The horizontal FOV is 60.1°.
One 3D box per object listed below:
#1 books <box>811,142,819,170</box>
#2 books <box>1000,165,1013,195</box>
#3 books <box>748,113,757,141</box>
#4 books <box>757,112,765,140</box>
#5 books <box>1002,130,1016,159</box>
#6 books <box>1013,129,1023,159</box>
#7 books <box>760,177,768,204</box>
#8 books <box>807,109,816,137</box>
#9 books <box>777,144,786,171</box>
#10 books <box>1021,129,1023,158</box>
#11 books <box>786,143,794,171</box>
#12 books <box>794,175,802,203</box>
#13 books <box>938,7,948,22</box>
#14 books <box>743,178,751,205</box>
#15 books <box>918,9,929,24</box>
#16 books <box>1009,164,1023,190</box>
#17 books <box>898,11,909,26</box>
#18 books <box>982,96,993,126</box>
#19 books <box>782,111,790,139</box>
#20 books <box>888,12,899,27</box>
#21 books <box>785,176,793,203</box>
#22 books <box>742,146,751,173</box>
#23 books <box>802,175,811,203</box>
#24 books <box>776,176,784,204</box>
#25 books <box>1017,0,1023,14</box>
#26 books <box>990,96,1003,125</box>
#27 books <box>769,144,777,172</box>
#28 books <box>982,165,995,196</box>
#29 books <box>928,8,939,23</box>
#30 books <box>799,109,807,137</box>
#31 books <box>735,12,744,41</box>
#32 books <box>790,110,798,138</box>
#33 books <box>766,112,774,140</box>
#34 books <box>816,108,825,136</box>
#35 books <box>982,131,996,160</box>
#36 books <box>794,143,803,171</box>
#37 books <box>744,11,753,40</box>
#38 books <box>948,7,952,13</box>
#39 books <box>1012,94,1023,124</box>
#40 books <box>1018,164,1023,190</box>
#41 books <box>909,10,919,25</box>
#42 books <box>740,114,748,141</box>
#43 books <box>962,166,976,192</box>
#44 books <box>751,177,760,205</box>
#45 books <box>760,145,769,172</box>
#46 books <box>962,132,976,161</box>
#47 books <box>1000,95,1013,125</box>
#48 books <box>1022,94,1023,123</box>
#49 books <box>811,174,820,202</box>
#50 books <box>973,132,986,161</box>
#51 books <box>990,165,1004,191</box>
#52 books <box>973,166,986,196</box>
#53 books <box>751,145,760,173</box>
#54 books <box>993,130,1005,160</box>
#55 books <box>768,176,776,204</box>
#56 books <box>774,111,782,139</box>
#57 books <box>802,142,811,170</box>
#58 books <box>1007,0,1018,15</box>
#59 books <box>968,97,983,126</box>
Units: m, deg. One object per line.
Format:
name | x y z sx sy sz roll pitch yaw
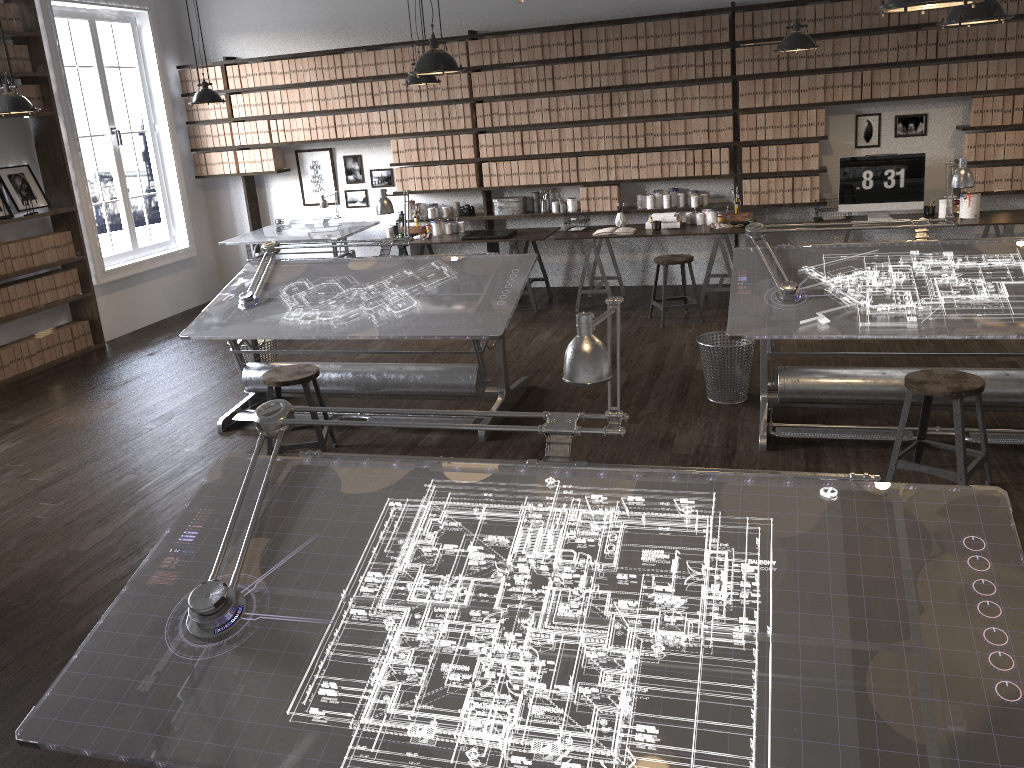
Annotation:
books | 2.577 -1.943 7.544 0.067 0.222 0.177 0 17 17
books | 4.002 -1.658 7.188 0.067 0.223 0.177 0 17 17
books | 2.071 -2.211 7.622 0.067 0.222 0.177 0 17 17
books | 2.137 -2.209 7.598 0.067 0.223 0.177 0 17 17
books | 3.982 -1.920 7.114 0.067 0.222 0.177 0 17 17
books | 4.045 -1.919 7.095 0.067 0.223 0.177 0 17 17
books | 2.203 -1.684 7.733 0.067 0.223 0.177 0 17 17
books | 2.531 -2.203 7.479 0.067 0.223 0.177 0 17 17
books | 2.321 -1.947 7.625 0.067 0.223 0.177 0 17 17
books | 4.107 -1.920 7.080 0.067 0.222 0.177 0 17 17
books | 2.389 -1.946 7.604 0.067 0.222 0.177 0 17 17
books | 2.471 -1.683 7.659 0.067 0.222 0.177 0 17 17
books | 3.389 -2.970 6.982 0.067 0.223 0.177 0 17 17
books | 2.065 -1.688 7.779 0.067 0.223 0.177 0 17 17
books | 3.258 -2.974 7.028 0.067 0.223 0.177 0 17 17
books | 4.070 -1.658 7.172 0.067 0.222 0.177 0 17 17
books | 3.123 -2.976 7.070 0.067 0.222 0.177 0 17 17
books | 3.795 -2.186 7.099 0.067 0.223 0.177 0 17 17
books | 2.330 -2.206 7.538 0.067 0.223 0.177 0 17 17
books | 3.049 -2.975 7.087 0.067 0.223 0.177 0 17 17
books | 2.397 -1.682 7.675 0.067 0.223 0.177 0 17 17
books | 2.043 -1.952 7.710 0.067 0.222 0.177 0 17 17
books | 2.537 -1.680 7.634 0.067 0.223 0.177 0 17 17
books | 2.328 -1.685 7.702 0.067 0.222 0.177 0 17 17
books | 3.922 -2.962 6.820 0.067 0.223 0.177 0 17 17
books | 3.862 -2.183 7.075 0.067 0.223 0.177 0 17 17
books | 2.252 -1.947 7.642 0.067 0.223 0.177 0 17 17
books | 3.879 -1.661 7.229 0.067 0.222 0.177 0 17 17
books | 3.326 -2.973 7.007 0.067 0.222 0.177 0 17 17
books | 2.464 -2.206 7.503 0.067 0.223 0.177 0 17 17
books | 1.913 -2.994 7.437 0.067 0.222 0.177 0 17 17
books | 2.396 -2.207 7.524 0.067 0.222 0.177 0 17 17
books | 2.207 -2.209 7.579 0.067 0.222 0.177 0 17 17
books | 2.600 -2.204 7.463 0.067 0.222 0.177 0 17 17
books | 3.848 -1.925 7.162 0.067 0.223 0.177 0 17 17
books | 2.452 -1.943 7.579 0.067 0.223 0.177 0 17 17
books | 1.983 -2.991 7.411 0.067 0.223 0.177 0 17 17
books | 3.454 -2.971 6.967 0.067 0.222 0.177 0 17 17
books | 4.002 -2.181 7.031 0.067 0.223 0.177 0 17 17
books | 4.137 -1.658 7.153 0.067 0.223 0.177 0 17 17
books | 3.189 -2.974 7.045 0.067 0.223 0.177 0 17 17
books | 2.005 -2.213 7.644 0.067 0.223 0.177 0 17 17
books | 3.751 -1.663 7.269 0.067 0.222 0.177 0 17 17
books | 2.134 -1.685 7.754 0.067 0.222 0.177 0 17 17
books | 2.185 -1.950 7.667 0.067 0.222 0.177 0 17 17
books | 3.712 -1.925 7.198 0.067 0.223 0.177 0 17 17
books | 3.931 -2.184 7.058 0.067 0.222 0.177 0 17 17
books | 4.074 -2.182 7.015 0.067 0.222 0.177 0 17 17
books | 2.606 -1.680 7.617 0.067 0.223 0.177 0 17 17
books | 3.781 -1.925 7.181 0.067 0.222 0.177 0 17 17
books | 3.939 -1.659 7.210 0.067 0.222 0.177 0 17 17
books | 3.814 -1.660 7.244 0.067 0.223 0.177 0 17 17
books | 2.112 -1.949 7.683 0.067 0.223 0.177 0 17 17
books | 3.914 -1.923 7.138 0.067 0.223 0.177 0 17 17
books | 2.265 -1.685 7.719 0.067 0.222 0.177 0 17 17
books | 2.267 -2.208 7.562 0.067 0.222 0.177 0 17 17
books | 2.517 -1.944 7.564 0.067 0.222 0.177 0 17 17
books | 3.853 -2.963 6.841 0.067 0.222 0.177 0 17 17
books | 3.728 -2.187 7.119 0.067 0.222 0.177 0 17 17
